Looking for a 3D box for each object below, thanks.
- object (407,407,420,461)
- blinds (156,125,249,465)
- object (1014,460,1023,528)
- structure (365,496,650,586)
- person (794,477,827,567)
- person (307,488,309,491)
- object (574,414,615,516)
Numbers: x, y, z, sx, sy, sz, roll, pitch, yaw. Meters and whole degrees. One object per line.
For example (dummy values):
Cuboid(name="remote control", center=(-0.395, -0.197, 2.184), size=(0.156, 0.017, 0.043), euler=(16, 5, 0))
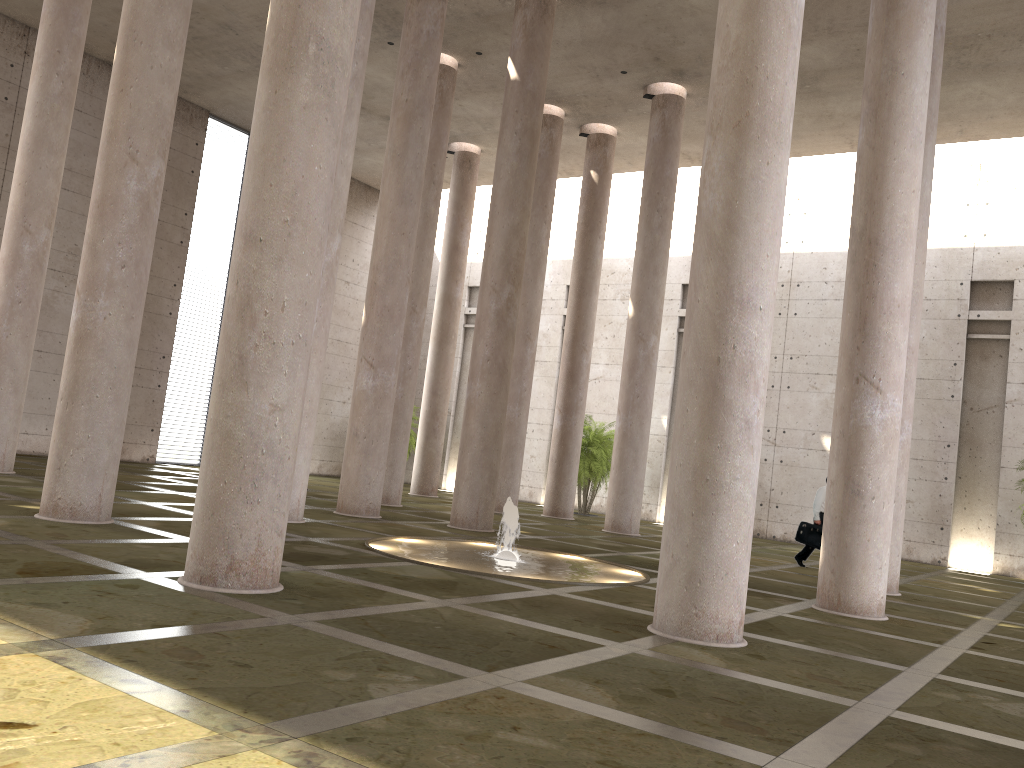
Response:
Cuboid(name="object", center=(-4.337, 1.950, 30.874), size=(2.483, 3.247, 2.333), euler=(3, -6, 37))
Cuboid(name="blinds", center=(-9.277, -2.655, 26.700), size=(0.202, 10.110, 1.676), euler=(4, -6, 34))
Cuboid(name="object", center=(12.420, 3.032, 19.423), size=(2.483, 3.247, 2.333), euler=(8, -5, -17))
Cuboid(name="structure", center=(-0.040, 2.194, 12.254), size=(3.913, 1.279, 3.916), euler=(6, -5, 7))
Cuboid(name="person", center=(5.866, 2.608, 16.968), size=(0.898, 1.851, 0.001), euler=(4, -6, 34))
Cuboid(name="person", center=(-5.217, 1.711, 21.773), size=(0.789, 1.752, 0.001), euler=(6, -5, 14))
Cuboid(name="object", center=(2.281, 2.454, 26.295), size=(2.151, 3.126, 2.290), euler=(5, -5, 17))
